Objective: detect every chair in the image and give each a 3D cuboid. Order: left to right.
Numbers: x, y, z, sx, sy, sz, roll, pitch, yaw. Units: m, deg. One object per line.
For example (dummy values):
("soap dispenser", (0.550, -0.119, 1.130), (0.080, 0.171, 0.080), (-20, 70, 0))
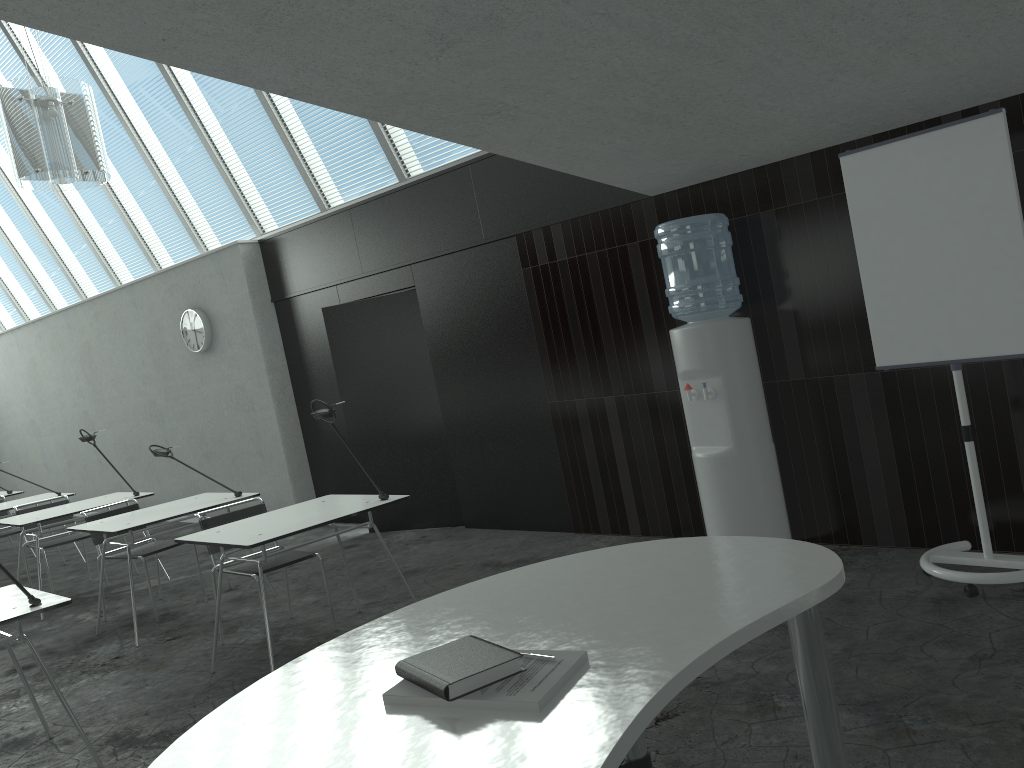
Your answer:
("chair", (-4.365, 1.474, 7.538), (0.555, 0.765, 0.428), (-7, 4, 43))
("chair", (-3.354, 1.342, 6.583), (0.428, 0.765, 0.555), (-13, 4, -43))
("chair", (-2.316, 1.209, 5.569), (0.555, 0.765, 0.428), (-8, 4, 32))
("chair", (-1.278, 1.074, 4.579), (0.555, 0.765, 0.428), (-7, 4, 45))

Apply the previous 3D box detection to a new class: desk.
("desk", (-2.131, 1.026, 3.138), (0.700, 1.321, 0.900), (-7, 4, 45))
("desk", (-5.157, 1.378, 8.349), (0.700, 1.153, 0.900), (-7, 4, 44))
("desk", (-4.149, 1.252, 7.298), (0.700, 1.153, 0.900), (-7, 4, 44))
("desk", (-3.111, 1.032, 6.316), (0.700, 1.321, 0.900), (-7, 4, 45))
("desk", (-2.052, 0.980, 5.314), (0.700, 1.153, 0.900), (-7, 4, 44))
("desk", (-1.034, 0.767, 4.262), (0.700, 1.321, 0.900), (-7, 4, 44))
("desk", (0.066, 0.962, 1.708), (0.910, 0.818, 1.600), (-8, 4, 39))

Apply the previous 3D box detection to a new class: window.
("window", (-4.562, -2.600, 8.972), (12.775, 3.101, 1.144), (-7, 4, 44))

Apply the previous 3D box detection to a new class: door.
("door", (-0.902, 0.249, 6.806), (0.940, 2.020, 0.365), (-7, 4, 44))

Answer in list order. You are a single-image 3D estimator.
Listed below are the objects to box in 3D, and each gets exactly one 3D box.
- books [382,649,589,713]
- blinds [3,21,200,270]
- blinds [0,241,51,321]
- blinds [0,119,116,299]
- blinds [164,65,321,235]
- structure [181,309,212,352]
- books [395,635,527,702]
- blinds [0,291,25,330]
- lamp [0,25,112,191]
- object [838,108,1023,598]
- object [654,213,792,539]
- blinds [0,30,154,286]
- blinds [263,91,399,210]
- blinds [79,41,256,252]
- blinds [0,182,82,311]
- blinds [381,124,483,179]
("books", (-0.043, 0.565, 1.539), (0.297, 0.021, 0.210), (-9, 3, 27))
("blinds", (-3.867, -2.655, 8.269), (0.889, 2.949, 1.094), (-7, 4, 44))
("blinds", (-6.697, -2.290, 11.006), (0.889, 2.949, 1.094), (-7, 4, 44))
("blinds", (-5.283, -2.472, 9.638), (0.889, 2.949, 1.094), (-7, 4, 44))
("blinds", (-2.451, -2.837, 6.899), (0.889, 2.949, 1.094), (-7, 4, 44))
("structure", (-2.947, -0.553, 8.270), (0.446, 0.446, 0.077), (-7, 4, 44))
("books", (-0.092, 0.548, 1.549), (0.164, 0.032, 0.183), (-12, 4, -33))
("blinds", (-7.405, -2.199, 11.691), (0.889, 2.949, 1.094), (-7, 4, 44))
("lamp", (-2.060, -2.311, 3.505), (0.359, 2.848, 0.350), (-7, 4, 44))
("object", (1.848, -0.116, 3.684), (0.553, 2.091, 0.560), (-10, 3, 7))
("object", (1.081, 0.038, 4.575), (0.436, 1.967, 0.436), (-8, 4, 34))
("blinds", (-4.575, -2.563, 8.953), (0.889, 2.949, 1.094), (-7, 4, 44))
("blinds", (-1.745, -2.928, 6.216), (0.889, 2.949, 1.094), (-7, 4, 44))
("blinds", (-3.158, -2.746, 7.583), (0.889, 2.949, 1.094), (-7, 4, 44))
("blinds", (-5.991, -2.381, 10.323), (0.889, 2.949, 1.094), (-7, 4, 44))
("blinds", (-1.044, -3.035, 5.526), (0.889, 2.982, 1.106), (-7, 4, 44))
